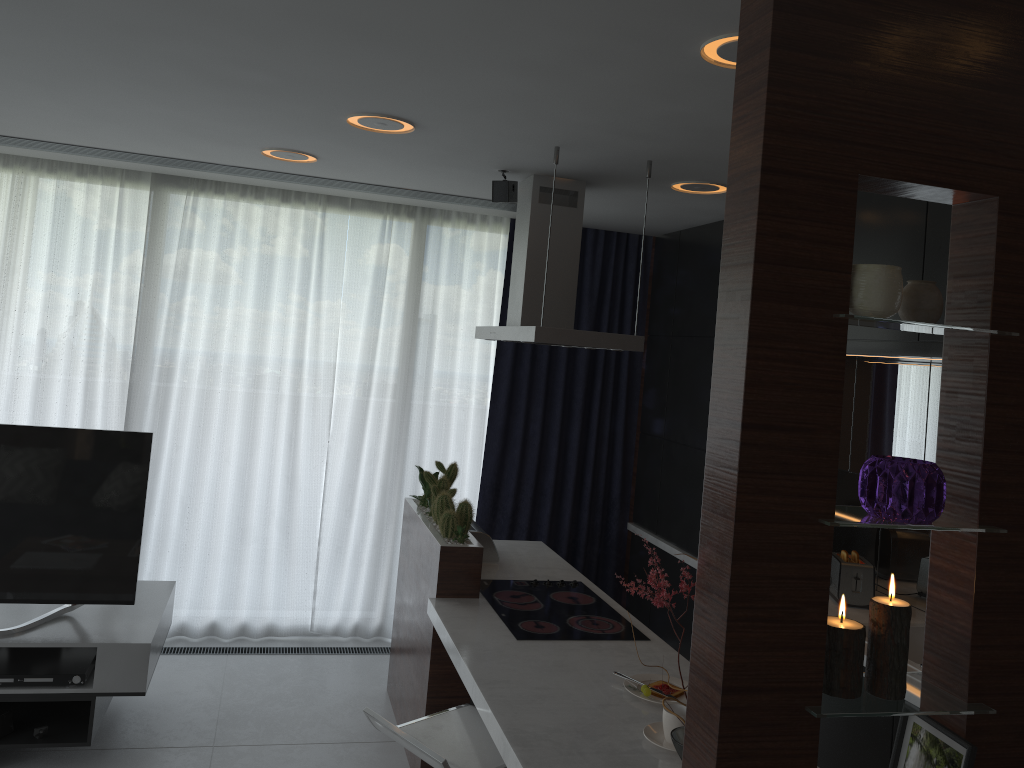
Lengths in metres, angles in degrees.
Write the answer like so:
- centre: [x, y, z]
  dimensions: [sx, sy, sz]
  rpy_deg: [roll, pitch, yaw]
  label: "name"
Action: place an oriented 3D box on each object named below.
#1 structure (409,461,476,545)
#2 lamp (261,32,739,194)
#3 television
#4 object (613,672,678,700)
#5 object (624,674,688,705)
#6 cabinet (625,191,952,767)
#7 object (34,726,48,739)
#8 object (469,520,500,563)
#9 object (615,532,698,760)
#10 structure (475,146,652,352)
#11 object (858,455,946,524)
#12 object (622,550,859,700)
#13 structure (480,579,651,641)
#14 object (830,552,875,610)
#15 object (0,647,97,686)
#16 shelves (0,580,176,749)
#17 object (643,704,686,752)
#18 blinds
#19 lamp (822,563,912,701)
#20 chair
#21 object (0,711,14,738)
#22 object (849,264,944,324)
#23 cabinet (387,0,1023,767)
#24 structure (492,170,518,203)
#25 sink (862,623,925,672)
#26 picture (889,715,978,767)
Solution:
- centre: [-0.326, 0.496, 4.030]
  dimensions: [0.222, 0.286, 1.001]
  rpy_deg: [5, 2, -12]
  label: "structure"
- centre: [1.641, -0.707, 2.547]
  dimensions: [9.550, 0.084, 5.360]
  rpy_deg: [4, 3, -28]
  label: "lamp"
- centre: [-2.114, 0.546, 3.496]
  dimensions: [1.227, 0.789, 0.297]
  rpy_deg: [5, -2, -15]
  label: "television"
- centre: [0.410, 0.923, 2.702]
  dimensions: [0.249, 0.008, 0.026]
  rpy_deg: [7, 3, 44]
  label: "object"
- centre: [0.459, 0.938, 2.693]
  dimensions: [0.237, 0.019, 0.239]
  rpy_deg: [3, 3, -43]
  label: "object"
- centre: [1.544, 0.475, 3.893]
  dimensions: [0.704, 2.559, 3.481]
  rpy_deg: [6, 0, -15]
  label: "cabinet"
- centre: [-1.796, 1.330, 3.370]
  dimensions: [0.044, 0.043, 0.043]
  rpy_deg: [5, 0, -14]
  label: "object"
- centre: [-0.201, 0.750, 4.277]
  dimensions: [0.221, 0.145, 0.344]
  rpy_deg: [5, 2, -15]
  label: "object"
- centre: [0.312, 0.607, 1.630]
  dimensions: [0.386, 0.737, 0.198]
  rpy_deg: [6, -3, -33]
  label: "object"
- centre: [0.196, -0.550, 3.900]
  dimensions: [0.445, 0.761, 1.045]
  rpy_deg: [5, 0, -15]
  label: "structure"
- centre: [0.651, 0.175, 1.476]
  dimensions: [0.135, 0.098, 0.132]
  rpy_deg: [5, 1, 25]
  label: "object"
- centre: [0.991, 0.852, 3.348]
  dimensions: [0.140, 0.222, 1.870]
  rpy_deg: [4, 1, 40]
  label: "object"
- centre: [0.161, 0.896, 3.500]
  dimensions: [0.503, 0.057, 0.765]
  rpy_deg: [4, 2, -15]
  label: "structure"
- centre: [1.529, 0.889, 4.028]
  dimensions: [0.176, 0.196, 0.260]
  rpy_deg: [5, 0, 6]
  label: "object"
- centre: [-1.880, 1.110, 3.480]
  dimensions: [0.429, 0.053, 0.336]
  rpy_deg: [4, 2, -15]
  label: "object"
- centre: [-2.667, 1.142, 3.547]
  dimensions: [2.344, 0.501, 0.874]
  rpy_deg: [5, 1, -15]
  label: "shelves"
- centre: [0.444, 0.915, 2.360]
  dimensions: [0.181, 0.087, 0.182]
  rpy_deg: [4, 2, -38]
  label: "object"
- centre: [-1.308, 0.205, 1.589]
  dimensions: [5.789, 2.779, 7.141]
  rpy_deg: [5, 2, -11]
  label: "blinds"
- centre: [0.585, 0.406, 1.470]
  dimensions: [0.153, 0.211, 0.077]
  rpy_deg: [5, -2, -3]
  label: "lamp"
- centre: [-0.171, 1.303, 2.534]
  dimensions: [0.461, 0.711, 0.397]
  rpy_deg: [6, -2, -42]
  label: "chair"
- centre: [-2.015, 1.294, 3.374]
  dimensions: [0.184, 0.079, 0.116]
  rpy_deg: [5, 1, 15]
  label: "object"
- centre: [0.645, -0.145, 1.473]
  dimensions: [0.217, 0.086, 0.088]
  rpy_deg: [4, 0, -32]
  label: "object"
- centre: [0.250, 0.396, 3.017]
  dimensions: [0.784, 2.557, 3.338]
  rpy_deg: [6, 0, -15]
  label: "cabinet"
- centre: [-0.031, -0.877, 3.959]
  dimensions: [0.085, 0.143, 0.114]
  rpy_deg: [4, -1, 25]
  label: "structure"
- centre: [1.661, 0.994, 3.274]
  dimensions: [0.502, 0.494, 0.854]
  rpy_deg: [5, 1, -15]
  label: "sink"
- centre: [0.695, 0.684, 1.491]
  dimensions: [0.051, 0.222, 0.175]
  rpy_deg: [6, -1, -11]
  label: "picture"
